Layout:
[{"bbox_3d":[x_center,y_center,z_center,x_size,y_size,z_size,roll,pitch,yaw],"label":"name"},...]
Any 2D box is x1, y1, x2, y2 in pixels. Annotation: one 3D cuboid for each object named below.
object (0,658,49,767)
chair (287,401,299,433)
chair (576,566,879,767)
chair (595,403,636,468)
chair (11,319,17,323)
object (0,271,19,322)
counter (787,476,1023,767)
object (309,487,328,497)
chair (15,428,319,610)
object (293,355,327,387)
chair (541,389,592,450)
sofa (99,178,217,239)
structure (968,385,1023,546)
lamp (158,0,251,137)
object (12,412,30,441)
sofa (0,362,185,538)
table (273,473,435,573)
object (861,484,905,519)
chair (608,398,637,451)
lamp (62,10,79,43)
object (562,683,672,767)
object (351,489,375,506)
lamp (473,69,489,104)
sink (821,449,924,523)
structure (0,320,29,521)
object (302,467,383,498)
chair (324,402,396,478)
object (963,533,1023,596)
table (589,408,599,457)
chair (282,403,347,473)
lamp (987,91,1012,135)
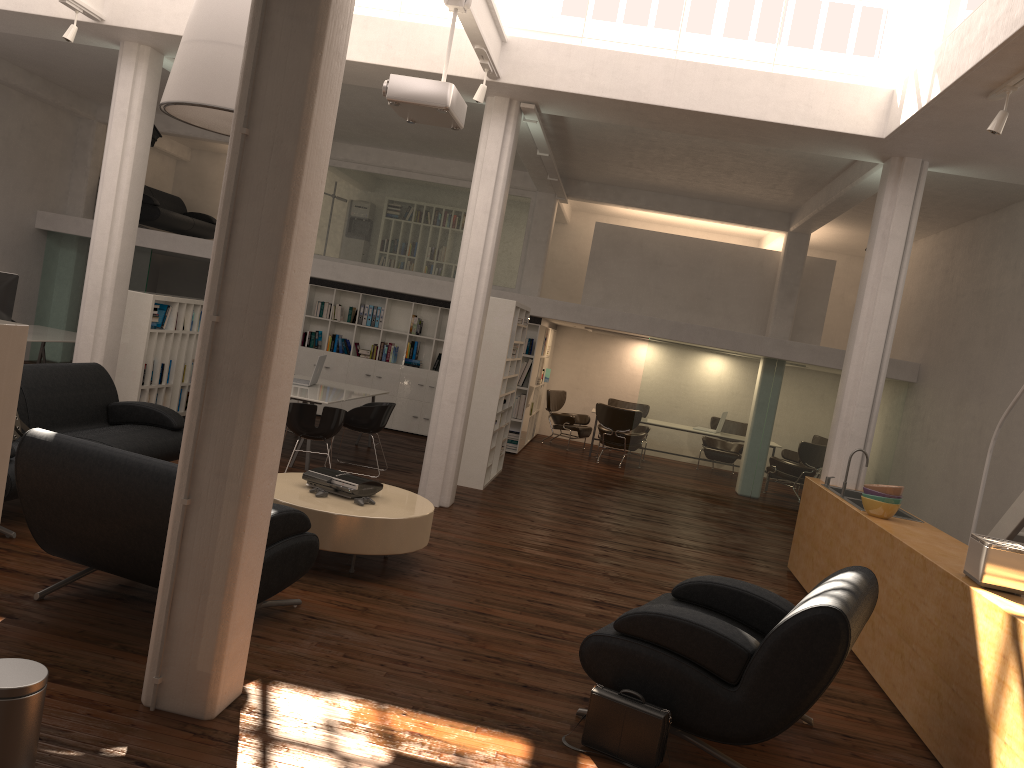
[{"bbox_3d":[-2.170,1.451,3.778,0.415,0.465,0.311,10,3,-10],"label":"object"},{"bbox_3d":[-3.910,0.250,14.450,0.757,1.004,0.795,13,4,41],"label":"chair"},{"bbox_3d":[1.398,1.643,5.649,1.481,1.130,1.454,12,4,28],"label":"chair"},{"bbox_3d":[2.164,1.035,17.948,0.994,1.183,0.991,11,4,22],"label":"chair"},{"bbox_3d":[-8.804,-0.653,14.931,0.795,1.004,0.757,8,4,-38],"label":"chair"},{"bbox_3d":[-7.602,-1.205,12.665,0.886,0.888,0.347,8,4,-38],"label":"object"},{"bbox_3d":[3.393,1.866,7.397,0.689,1.141,6.858,11,3,7],"label":"counter"},{"bbox_3d":[-1.679,0.936,7.721,0.119,0.062,0.193,8,4,-33],"label":"object"},{"bbox_3d":[-2.284,0.963,6.040,1.454,1.130,1.481,11,3,18],"label":"chair"},{"bbox_3d":[-3.158,-0.245,13.372,0.557,0.470,0.702,10,3,-3],"label":"object"},{"bbox_3d":[1.202,0.779,19.402,0.991,1.183,0.994,12,4,27],"label":"chair"},{"bbox_3d":[-7.870,-3.869,20.134,1.467,1.119,3.087,11,3,7],"label":"sofa"},{"bbox_3d":[5.637,-0.593,7.752,0.825,6.780,6.217,11,3,7],"label":"structure"},{"bbox_3d":[-2.063,-4.408,7.842,1.386,4.284,1.386,11,3,21],"label":"lamp"},{"bbox_3d":[-4.470,0.351,7.734,0.331,0.352,0.586,11,4,22],"label":"object"},{"bbox_3d":[-4.300,0.477,8.297,1.467,1.119,3.087,11,3,7],"label":"sofa"},{"bbox_3d":[-1.549,1.266,8.003,1.616,0.570,1.616,10,3,0],"label":"table"},{"bbox_3d":[3.434,1.079,8.250,0.299,0.332,0.331,8,4,-37],"label":"object"},{"bbox_3d":[2.556,0.996,19.831,0.994,1.183,0.991,10,3,2],"label":"chair"},{"bbox_3d":[-4.979,-4.041,10.004,0.136,0.357,0.117,10,3,0],"label":"lamp"},{"bbox_3d":[0.629,1.925,5.044,0.618,0.376,0.271,11,4,22],"label":"object"},{"bbox_3d":[-1.323,0.981,7.713,0.231,0.099,0.193,12,4,30],"label":"object"},{"bbox_3d":[-0.327,-3.179,9.470,0.136,0.357,0.117,11,3,13],"label":"lamp"},{"bbox_3d":[3.759,1.089,9.307,0.596,0.774,1.757,11,3,7],"label":"sink"},{"bbox_3d":[-4.126,0.480,1.810,3.131,1.914,4.752,11,3,7],"label":"structure"},{"bbox_3d":[-1.529,0.893,8.020,0.558,0.163,0.471,12,4,26],"label":"object"},{"bbox_3d":[-2.069,0.704,12.297,0.757,1.004,0.795,10,3,2],"label":"chair"},{"bbox_3d":[3.217,1.192,5.868,0.291,0.296,0.385,11,3,12],"label":"object"},{"bbox_3d":[3.528,1.367,18.650,3.900,0.947,1.040,11,3,7],"label":"table"},{"bbox_3d":[-2.478,0.709,10.943,0.795,1.004,0.757,9,3,-18],"label":"chair"},{"bbox_3d":[4.054,-2.254,7.380,0.136,0.357,0.117,11,3,13],"label":"lamp"}]
